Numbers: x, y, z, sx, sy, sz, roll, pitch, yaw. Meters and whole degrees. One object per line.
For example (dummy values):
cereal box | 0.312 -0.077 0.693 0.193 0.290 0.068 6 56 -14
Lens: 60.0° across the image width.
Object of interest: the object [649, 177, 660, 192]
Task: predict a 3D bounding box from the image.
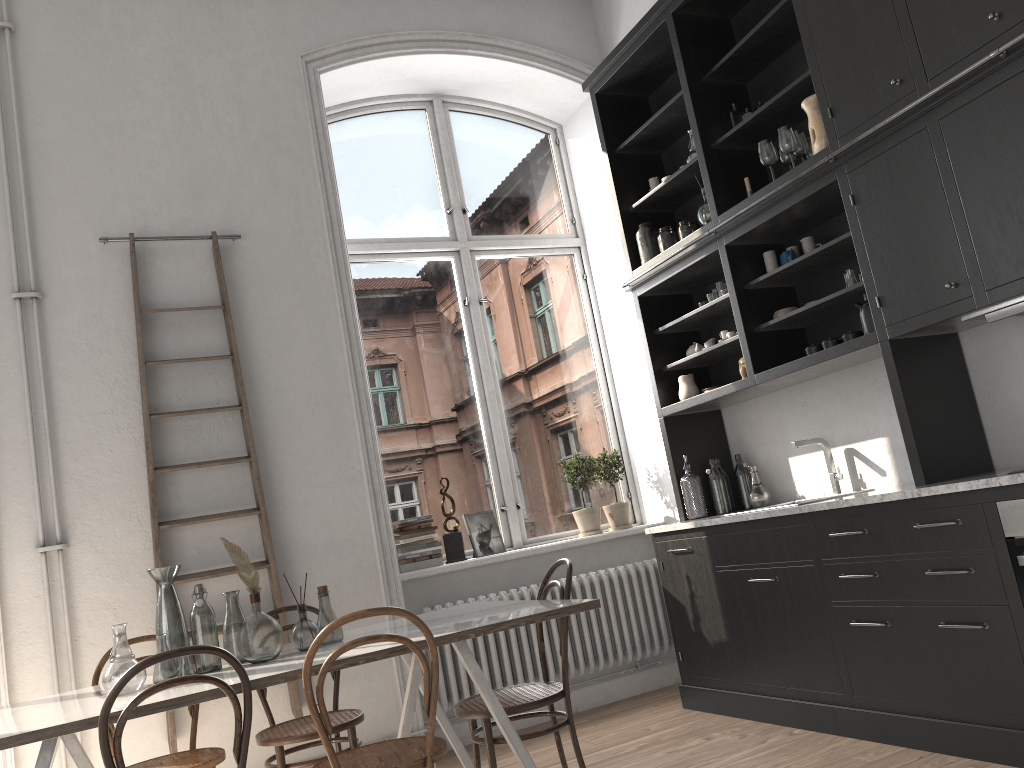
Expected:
object | 0.830 -1.114 5.116 0.059 0.135 0.082 -11 -9 2

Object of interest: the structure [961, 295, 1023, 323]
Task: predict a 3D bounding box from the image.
structure | 1.970 -0.364 2.939 0.379 0.123 0.845 -6 -10 -26

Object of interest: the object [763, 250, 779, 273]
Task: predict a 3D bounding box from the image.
object | 1.269 -0.574 4.318 0.059 0.135 0.082 -16 -11 32

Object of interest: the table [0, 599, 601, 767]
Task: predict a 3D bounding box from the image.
table | -0.834 1.351 3.031 2.199 0.779 1.102 -6 -10 -26

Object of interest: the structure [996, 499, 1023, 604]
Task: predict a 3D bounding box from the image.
structure | 2.026 0.597 2.723 0.618 0.622 0.623 -6 -10 -26

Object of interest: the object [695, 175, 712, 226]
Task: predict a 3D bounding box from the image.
object | 0.989 -0.970 4.520 0.134 0.357 0.134 -14 -9 19

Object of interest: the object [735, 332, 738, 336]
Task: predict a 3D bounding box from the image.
object | 1.183 -0.250 4.568 0.049 0.040 0.056 -17 -11 36

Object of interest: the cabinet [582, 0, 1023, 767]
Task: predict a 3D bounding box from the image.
cabinet | 1.493 -0.425 3.618 0.634 3.578 3.256 -6 -10 -26

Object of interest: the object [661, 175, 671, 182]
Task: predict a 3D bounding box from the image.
object | 0.898 -1.122 5.027 0.096 0.095 0.096 -12 -9 8

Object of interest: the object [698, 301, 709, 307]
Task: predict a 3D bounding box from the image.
object | 1.037 -0.413 4.754 0.072 0.047 0.072 -12 -9 12

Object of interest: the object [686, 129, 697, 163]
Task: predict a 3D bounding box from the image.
object | 0.985 -1.251 4.734 0.132 0.219 0.132 -18 -11 38

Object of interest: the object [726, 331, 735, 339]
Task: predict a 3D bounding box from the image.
object | 1.130 -0.239 4.584 0.049 0.054 0.039 -10 -9 0

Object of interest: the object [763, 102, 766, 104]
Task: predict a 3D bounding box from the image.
object | 1.247 -1.317 4.320 0.044 0.121 0.058 -11 -9 1

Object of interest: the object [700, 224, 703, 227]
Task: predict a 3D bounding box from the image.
object | 1.073 -0.852 4.785 0.092 0.184 0.092 -9 -9 -11

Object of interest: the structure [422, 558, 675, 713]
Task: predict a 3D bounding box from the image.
structure | 0.222 1.388 4.986 1.577 0.551 0.195 -6 -10 -26

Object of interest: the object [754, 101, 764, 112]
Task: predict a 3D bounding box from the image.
object | 1.256 -1.329 4.431 0.065 0.176 0.084 -10 -9 -4

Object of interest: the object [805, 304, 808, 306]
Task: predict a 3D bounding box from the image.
object | 1.445 -0.362 4.195 0.123 0.035 0.124 -3 -12 -38

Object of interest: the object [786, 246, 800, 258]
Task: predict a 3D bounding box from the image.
object | 1.365 -0.595 4.307 0.082 0.135 0.059 -11 -9 2

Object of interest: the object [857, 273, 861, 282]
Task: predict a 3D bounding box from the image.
object | 1.569 -0.447 3.953 0.058 0.094 0.058 -18 -12 40

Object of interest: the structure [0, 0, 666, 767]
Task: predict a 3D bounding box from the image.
structure | -1.718 -0.157 4.395 5.180 4.468 0.340 -6 -10 -26

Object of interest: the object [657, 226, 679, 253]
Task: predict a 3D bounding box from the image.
object | 0.864 -0.782 4.887 0.114 0.155 0.114 -7 -10 -22

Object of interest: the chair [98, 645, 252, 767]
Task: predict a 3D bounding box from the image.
chair | -0.951 1.216 2.523 0.437 0.919 0.550 -5 -10 -30

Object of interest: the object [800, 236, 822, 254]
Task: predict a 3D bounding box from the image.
object | 1.416 -0.625 4.180 0.059 0.135 0.082 -2 -12 -42

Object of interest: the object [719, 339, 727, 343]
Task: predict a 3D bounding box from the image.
object | 1.126 -0.222 4.643 0.085 0.016 0.085 -11 -9 5

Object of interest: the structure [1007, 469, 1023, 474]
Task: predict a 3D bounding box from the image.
structure | 1.961 0.213 2.788 0.427 0.011 0.593 -6 -10 -26

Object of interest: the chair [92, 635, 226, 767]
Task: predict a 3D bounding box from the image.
chair | -1.325 1.426 3.361 0.437 0.919 0.550 -6 -10 -28

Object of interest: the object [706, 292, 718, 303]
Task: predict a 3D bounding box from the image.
object | 1.064 -0.442 4.679 0.064 0.069 0.064 -14 -10 21

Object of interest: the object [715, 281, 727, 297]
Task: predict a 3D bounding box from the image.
object | 1.101 -0.478 4.623 0.060 0.107 0.061 -11 -9 2

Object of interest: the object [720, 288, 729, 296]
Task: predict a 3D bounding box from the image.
object | 1.108 -0.461 4.549 0.072 0.047 0.072 -12 -9 12

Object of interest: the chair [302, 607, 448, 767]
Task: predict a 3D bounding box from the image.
chair | -0.412 1.153 2.743 0.437 0.919 0.550 -8 -9 -15

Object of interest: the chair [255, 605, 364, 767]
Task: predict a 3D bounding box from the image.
chair | -0.843 1.390 3.678 0.437 0.919 0.550 -7 -10 -19

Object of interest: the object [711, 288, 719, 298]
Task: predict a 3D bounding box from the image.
object | 1.111 -0.456 4.763 0.061 0.107 0.060 -16 -11 31

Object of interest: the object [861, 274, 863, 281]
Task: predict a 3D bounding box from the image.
object | 1.503 -0.502 3.748 0.083 0.157 0.084 -3 -12 -41

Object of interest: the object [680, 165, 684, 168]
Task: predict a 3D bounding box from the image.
object | 0.989 -1.164 4.995 0.059 0.135 0.082 -10 -9 -3

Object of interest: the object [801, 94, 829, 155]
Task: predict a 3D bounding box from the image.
object | 1.320 -1.103 3.817 0.094 0.266 0.116 -13 -9 16

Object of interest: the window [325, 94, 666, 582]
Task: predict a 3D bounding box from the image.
window | 3.411 -4.555 11.639 14.380 15.914 26.442 -6 -10 -26

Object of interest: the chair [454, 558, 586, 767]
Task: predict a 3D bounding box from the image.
chair | 0.044 1.182 3.421 0.549 0.919 0.438 -8 -9 -13

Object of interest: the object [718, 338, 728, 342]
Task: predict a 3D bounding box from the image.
object | 1.124 -0.228 4.646 0.085 0.016 0.085 -13 -10 14

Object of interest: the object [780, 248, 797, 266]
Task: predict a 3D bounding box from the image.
object | 1.315 -0.580 4.210 0.082 0.093 0.140 -16 -10 29

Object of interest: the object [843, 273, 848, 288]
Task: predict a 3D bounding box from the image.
object | 1.483 -0.441 3.897 0.058 0.094 0.058 -13 -9 13

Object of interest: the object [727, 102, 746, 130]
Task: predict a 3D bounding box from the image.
object | 1.130 -1.316 4.439 0.084 0.199 0.065 -10 -9 -4

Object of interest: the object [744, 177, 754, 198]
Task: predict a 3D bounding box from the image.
object | 1.158 -0.934 4.320 0.123 0.161 0.123 -8 -9 -17

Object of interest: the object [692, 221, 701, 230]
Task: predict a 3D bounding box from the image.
object | 1.021 -0.810 4.952 0.092 0.184 0.092 -16 -10 29

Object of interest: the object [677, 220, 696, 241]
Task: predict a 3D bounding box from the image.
object | 0.955 -0.807 4.820 0.096 0.150 0.097 -4 -11 -37

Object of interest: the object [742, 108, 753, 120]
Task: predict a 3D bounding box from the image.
object | 1.163 -1.298 4.349 0.053 0.124 0.041 -16 -10 31

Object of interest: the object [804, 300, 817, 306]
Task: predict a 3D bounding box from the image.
object | 1.443 -0.370 4.196 0.112 0.035 0.113 -13 -10 16

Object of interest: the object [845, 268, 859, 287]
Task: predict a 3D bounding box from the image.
object | 1.469 -0.450 3.826 0.058 0.094 0.058 -13 -9 13

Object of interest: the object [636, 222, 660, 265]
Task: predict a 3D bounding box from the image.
object | 0.781 -0.788 5.012 0.118 0.238 0.119 -3 -12 -40
